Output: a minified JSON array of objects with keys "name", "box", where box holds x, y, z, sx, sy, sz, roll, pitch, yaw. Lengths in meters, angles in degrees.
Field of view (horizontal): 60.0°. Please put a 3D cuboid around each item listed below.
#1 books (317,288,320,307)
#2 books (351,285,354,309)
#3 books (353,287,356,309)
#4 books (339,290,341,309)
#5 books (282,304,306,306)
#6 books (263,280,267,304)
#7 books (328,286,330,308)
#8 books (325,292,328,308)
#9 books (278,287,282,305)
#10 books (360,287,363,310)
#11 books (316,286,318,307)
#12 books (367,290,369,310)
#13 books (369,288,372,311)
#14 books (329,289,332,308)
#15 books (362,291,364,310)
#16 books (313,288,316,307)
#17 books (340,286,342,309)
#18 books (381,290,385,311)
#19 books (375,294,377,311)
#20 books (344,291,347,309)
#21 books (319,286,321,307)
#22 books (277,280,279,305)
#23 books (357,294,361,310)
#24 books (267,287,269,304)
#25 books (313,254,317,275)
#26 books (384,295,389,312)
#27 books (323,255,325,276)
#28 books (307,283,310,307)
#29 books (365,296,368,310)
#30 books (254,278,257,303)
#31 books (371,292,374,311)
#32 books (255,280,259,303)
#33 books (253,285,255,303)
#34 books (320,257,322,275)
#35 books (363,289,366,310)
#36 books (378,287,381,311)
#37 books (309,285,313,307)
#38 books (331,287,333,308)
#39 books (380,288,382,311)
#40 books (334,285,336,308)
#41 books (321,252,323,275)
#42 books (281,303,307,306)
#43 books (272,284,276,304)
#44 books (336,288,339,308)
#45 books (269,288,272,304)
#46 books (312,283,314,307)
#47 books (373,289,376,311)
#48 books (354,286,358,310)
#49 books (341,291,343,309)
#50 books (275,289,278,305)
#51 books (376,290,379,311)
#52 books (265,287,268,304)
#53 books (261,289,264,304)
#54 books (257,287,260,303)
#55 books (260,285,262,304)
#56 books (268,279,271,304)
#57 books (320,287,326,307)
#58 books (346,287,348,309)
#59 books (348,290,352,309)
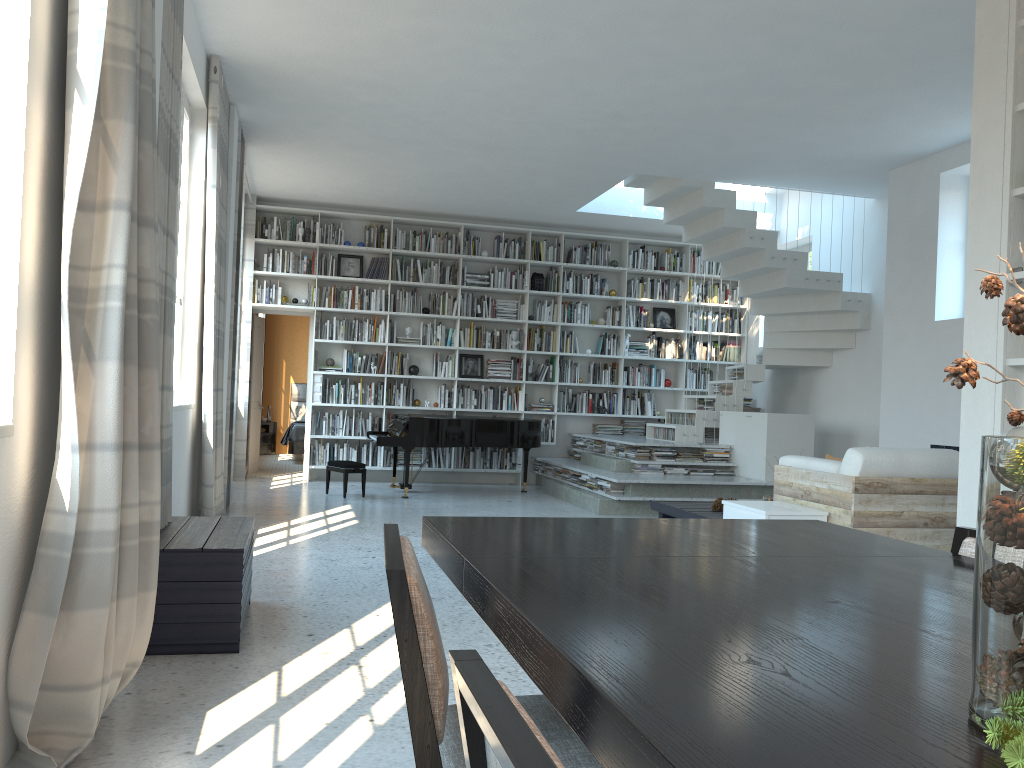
[{"name":"books","box":[-2.272,-0.997,10.393,0.022,0.232,0.151,2,-1,-14]},{"name":"books","box":[-1.891,-1.015,10.491,0.014,0.304,0.151,2,-1,-14]},{"name":"books","box":[-1.869,-0.998,10.477,0.023,0.271,0.187,2,-1,-14]},{"name":"books","box":[-2.032,-0.984,10.461,0.012,0.230,0.149,2,-1,-14]},{"name":"books","box":[-2.537,-0.911,10.331,0.285,0.012,0.159,3,-1,-17]},{"name":"books","box":[-2.857,-1.048,10.253,0.022,0.281,0.156,2,-1,-14]},{"name":"books","box":[-2.158,-1.007,10.421,0.010,0.263,0.151,2,-1,-14]},{"name":"books","box":[-2.173,-0.974,10.401,0.026,0.195,0.175,2,-1,-14]},{"name":"books","box":[-2.689,-1.005,10.274,0.029,0.211,0.187,2,-1,-14]},{"name":"books","box":[-1.792,-1.001,10.514,0.025,0.286,0.161,2,-1,-14]},{"name":"books","box":[-2.290,-1.008,10.398,0.012,0.254,0.161,2,-1,-14]},{"name":"books","box":[-1.711,-0.985,10.541,0.035,0.260,0.131,2,-1,-14]},{"name":"books","box":[-1.684,-0.994,10.529,0.012,0.281,0.188,2,-1,-14]},{"name":"books","box":[-2.138,-0.989,10.421,0.030,0.230,0.172,2,-1,-14]},{"name":"books","box":[-1.772,-0.974,10.508,0.013,0.232,0.171,2,-1,-14]},{"name":"books","box":[-2.305,-0.995,10.350,0.021,0.224,0.231,2,-1,-14]},{"name":"books","box":[-2.018,-1.007,10.460,0.012,0.277,0.150,2,-1,-14]},{"name":"books","box":[-1.540,-0.979,10.562,0.035,0.264,0.177,2,-1,-14]},{"name":"books","box":[-1.624,-0.954,10.552,0.013,0.206,0.172,2,-1,-14]},{"name":"books","box":[-1.970,-0.975,10.459,0.031,0.217,0.173,2,-1,-14]},{"name":"books","box":[-2.252,-1.011,10.389,0.012,0.263,0.180,2,-1,-14]},{"name":"books","box":[-2.710,-1.050,10.283,0.013,0.298,0.179,2,-1,-14]},{"name":"books","box":[-1.814,-0.958,10.481,0.029,0.195,0.192,2,-1,-14]},{"name":"books","box":[-2.819,-1.008,10.258,0.011,0.206,0.163,2,-1,-14]},{"name":"books","box":[-2.308,-1.383,10.400,0.037,0.268,0.113,2,-1,-14]},{"name":"books","box":[-1.499,-0.947,10.546,0.039,0.202,0.236,2,-1,-14]},{"name":"books","box":[-2.210,-1.375,10.398,0.009,0.260,0.184,2,-1,-14]},{"name":"books","box":[-2.379,-1.028,10.364,0.012,0.285,0.159,2,-1,-14]},{"name":"books","box":[-1.732,-0.949,10.531,0.022,0.186,0.136,2,-1,-14]},{"name":"books","box":[-2.966,-1.063,10.241,0.013,0.303,0.135,2,-1,-14]},{"name":"books","box":[-1.663,-0.968,10.530,0.030,0.230,0.172,2,-1,-14]},{"name":"books","box":[-2.943,-1.052,10.223,0.023,0.281,0.170,2,-1,-14]},{"name":"books","box":[-2.975,-1.024,10.216,0.013,0.222,0.162,2,-1,-14]},{"name":"books","box":[-2.243,-1.365,10.401,0.005,0.238,0.154,2,-1,-14]},{"name":"books","box":[-1.755,-0.987,10.527,0.029,0.260,0.157,2,-1,-14]},{"name":"books","box":[-1.581,-0.995,10.542,0.012,0.291,0.182,2,-1,-14]},{"name":"books","box":[-2.357,-1.018,10.391,0.044,0.269,0.133,2,-1,-14]},{"name":"books","box":[-2.115,-1.000,10.425,0.014,0.252,0.187,2,-1,-14]},{"name":"books","box":[-1.568,-0.993,10.558,0.022,0.289,0.169,2,-1,-14]},{"name":"books","box":[-2.082,-1.011,10.426,0.011,0.277,0.164,2,-1,-14]},{"name":"books","box":[-2.232,-1.390,10.405,0.006,0.289,0.144,2,-1,-14]},{"name":"books","box":[-2.537,-0.923,10.334,0.285,0.012,0.159,3,-1,-12]},{"name":"books","box":[-2.752,-1.021,10.251,0.021,0.237,0.188,2,-1,-14]},{"name":"books","box":[-2.059,-0.995,10.449,0.047,0.249,0.134,2,-1,-14]},{"name":"books","box":[-2.789,-1.001,10.261,0.024,0.193,0.181,2,-1,-14]},{"name":"books","box":[-2.326,-1.026,10.382,0.010,0.286,0.137,2,-1,-14]},{"name":"books","box":[-1.637,-0.983,10.536,0.022,0.263,0.174,2,-1,-14]},{"name":"books","box":[-1.842,-1.004,10.478,0.030,0.286,0.185,2,-1,-14]},{"name":"books","box":[-2.003,-0.977,10.451,0.014,0.218,0.164,2,-1,-14]},{"name":"books","box":[-2.738,-0.997,10.297,0.029,0.191,0.134,2,-1,-14]},{"name":"books","box":[-1.606,-0.983,10.565,0.024,0.266,0.155,2,-1,-14]},{"name":"books","box":[-2.841,-1.013,10.274,0.023,0.214,0.140,2,-1,-14]},{"name":"books","box":[-2.888,-1.001,10.262,0.029,0.185,0.134,2,-1,-14]},{"name":"books","box":[-2.922,-1.009,10.237,0.029,0.197,0.160,2,-1,-14]},{"name":"books","box":[-2.901,-1.019,10.234,0.010,0.220,0.181,2,-1,-14]},{"name":"books","box":[-2.801,-1.053,10.244,0.013,0.297,0.187,2,-1,-14]},{"name":"books","box":[-2.220,-1.007,10.414,0.062,0.258,0.153,2,-1,-14]},{"name":"books","box":[-1.949,-1.002,10.469,0.014,0.272,0.180,2,-1,-14]},{"name":"books","box":[-1.921,-0.983,10.481,0.047,0.238,0.162,2,-1,-14]}]
